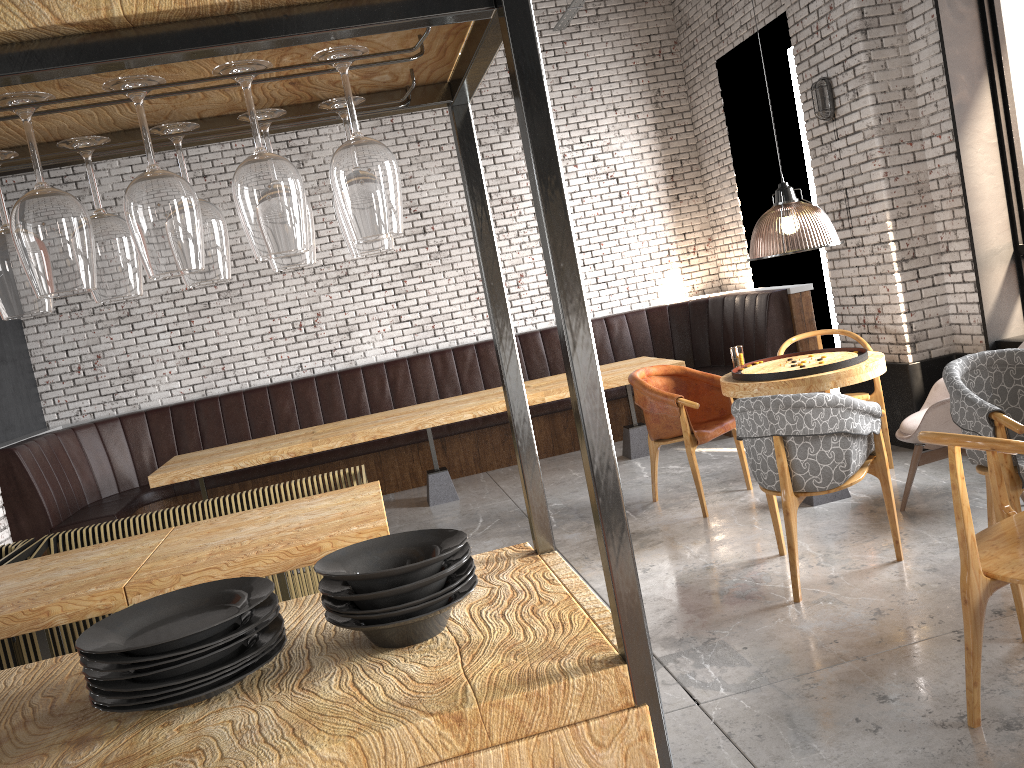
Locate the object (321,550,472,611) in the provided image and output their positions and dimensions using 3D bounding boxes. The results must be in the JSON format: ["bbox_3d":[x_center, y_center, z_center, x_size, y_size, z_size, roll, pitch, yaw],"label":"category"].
[{"bbox_3d":[-0.187,0.336,1.476,0.257,0.072,0.257,-15,7,-37],"label":"object"}]

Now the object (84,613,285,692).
[{"bbox_3d":[-0.522,0.436,1.438,0.305,0.046,0.307,-6,7,38],"label":"object"}]

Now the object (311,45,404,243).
[{"bbox_3d":[-0.222,-0.344,1.287,0.101,0.267,0.101,-6,7,44],"label":"object"}]

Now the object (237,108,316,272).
[{"bbox_3d":[-0.407,-0.335,1.545,0.101,0.267,0.101,-6,7,44],"label":"object"}]

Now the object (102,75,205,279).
[{"bbox_3d":[-0.497,-0.285,1.239,0.101,0.267,0.101,-6,7,44],"label":"object"}]

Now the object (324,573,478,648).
[{"bbox_3d":[-0.177,0.383,1.480,0.257,0.067,0.257,-13,6,-17],"label":"object"}]

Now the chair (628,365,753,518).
[{"bbox_3d":[1.114,0.330,5.723,0.643,0.927,0.683,-6,7,43],"label":"chair"}]

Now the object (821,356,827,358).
[{"bbox_3d":[1.841,-0.159,5.233,0.032,0.010,0.032,-6,8,41],"label":"object"}]

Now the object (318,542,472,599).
[{"bbox_3d":[-0.188,0.331,1.475,0.257,0.072,0.257,-12,6,-10],"label":"object"}]

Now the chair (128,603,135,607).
[{"bbox_3d":[-1.565,1.237,2.872,0.657,0.729,0.639,-12,5,-7],"label":"chair"}]

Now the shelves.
[{"bbox_3d":[-1.912,-0.704,1.115,3.662,5.010,0.690,-12,5,-10],"label":"shelves"}]

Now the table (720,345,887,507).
[{"bbox_3d":[1.762,0.213,5.269,0.931,0.971,0.935,-8,6,33],"label":"table"}]

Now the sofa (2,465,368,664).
[{"bbox_3d":[-1.620,1.041,4.837,1.807,0.729,0.641,-12,5,-10],"label":"sofa"}]

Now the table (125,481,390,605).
[{"bbox_3d":[-0.989,0.996,3.930,0.997,0.762,1.001,-12,6,-10],"label":"table"}]

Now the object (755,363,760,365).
[{"bbox_3d":[1.539,-0.122,5.557,0.032,0.010,0.032,-6,8,41],"label":"object"}]

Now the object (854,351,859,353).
[{"bbox_3d":[2.035,-0.186,5.250,0.032,0.010,0.032,-6,8,41],"label":"object"}]

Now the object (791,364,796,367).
[{"bbox_3d":[1.626,-0.105,5.122,0.032,0.010,0.032,-6,8,41],"label":"object"}]

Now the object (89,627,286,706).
[{"bbox_3d":[-0.519,0.459,1.441,0.305,0.041,0.306,-10,6,8],"label":"object"}]

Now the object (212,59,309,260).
[{"bbox_3d":[-0.355,-0.315,1.263,0.101,0.267,0.101,-6,7,44],"label":"object"}]

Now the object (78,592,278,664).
[{"bbox_3d":[-0.531,0.396,1.433,0.305,0.048,0.306,-9,6,15],"label":"object"}]

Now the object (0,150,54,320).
[{"bbox_3d":[-0.834,-0.244,1.471,0.101,0.267,0.101,-6,7,44],"label":"object"}]

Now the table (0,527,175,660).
[{"bbox_3d":[-1.957,1.202,3.762,0.997,0.762,1.001,-12,6,-10],"label":"table"}]

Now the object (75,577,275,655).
[{"bbox_3d":[-0.535,0.382,1.432,0.306,0.039,0.306,-14,7,-27],"label":"object"}]

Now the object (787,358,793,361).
[{"bbox_3d":[1.696,-0.149,5.408,0.032,0.010,0.032,-6,8,41],"label":"object"}]

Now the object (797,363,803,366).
[{"bbox_3d":[1.662,-0.112,5.115,0.032,0.010,0.032,-6,8,41],"label":"object"}]

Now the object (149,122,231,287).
[{"bbox_3d":[-0.549,-0.305,1.520,0.101,0.267,0.101,-6,7,44],"label":"object"}]

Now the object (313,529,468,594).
[{"bbox_3d":[-0.193,0.307,1.473,0.257,0.076,0.257,-8,7,28],"label":"object"}]

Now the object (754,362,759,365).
[{"bbox_3d":[1.530,-0.130,5.554,0.032,0.010,0.032,-6,8,41],"label":"object"}]

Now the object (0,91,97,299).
[{"bbox_3d":[-0.640,-0.255,1.214,0.101,0.267,0.101,-6,7,44],"label":"object"}]

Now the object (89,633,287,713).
[{"bbox_3d":[-0.517,0.470,1.441,0.305,0.034,0.307,-8,7,28],"label":"object"}]

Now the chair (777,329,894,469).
[{"bbox_3d":[2.133,0.114,5.930,0.612,0.919,0.645,-9,5,17],"label":"chair"}]

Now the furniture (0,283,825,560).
[{"bbox_3d":[-0.789,0.340,7.914,6.768,1.149,1.919,-12,6,-10],"label":"furniture"}]

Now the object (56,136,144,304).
[{"bbox_3d":[-0.691,-0.274,1.495,0.101,0.267,0.101,-6,7,44],"label":"object"}]

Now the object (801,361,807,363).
[{"bbox_3d":[1.710,-0.130,5.197,0.032,0.010,0.032,-6,8,41],"label":"object"}]

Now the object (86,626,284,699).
[{"bbox_3d":[-0.522,0.444,1.439,0.306,0.044,0.306,-12,6,-9],"label":"object"}]

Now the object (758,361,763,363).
[{"bbox_3d":[1.561,-0.137,5.568,0.032,0.010,0.032,-6,8,41],"label":"object"}]

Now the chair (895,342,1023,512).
[{"bbox_3d":[2.497,0.191,4.806,0.801,0.849,0.773,-8,6,30],"label":"chair"}]

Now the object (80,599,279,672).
[{"bbox_3d":[-0.530,0.407,1.435,0.306,0.037,0.306,-12,6,-8],"label":"object"}]

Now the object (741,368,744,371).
[{"bbox_3d":[1.419,-0.089,5.466,0.032,0.010,0.032,-6,8,41],"label":"object"}]

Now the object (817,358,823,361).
[{"bbox_3d":[1.793,-0.142,5.162,0.032,0.010,0.032,-6,8,41],"label":"object"}]

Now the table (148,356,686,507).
[{"bbox_3d":[-0.639,0.581,7.236,4.138,0.762,1.001,-12,6,-10],"label":"table"}]

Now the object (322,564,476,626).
[{"bbox_3d":[-0.181,0.360,1.478,0.257,0.075,0.257,-12,6,-10],"label":"object"}]

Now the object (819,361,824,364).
[{"bbox_3d":[1.757,-0.122,5.034,0.032,0.010,0.032,-6,8,41],"label":"object"}]

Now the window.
[{"bbox_3d":[3.084,-1.510,4.705,0.365,2.692,1.536,-12,5,-9],"label":"window"}]

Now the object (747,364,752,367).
[{"bbox_3d":[1.475,-0.110,5.515,0.032,0.020,0.031,-5,8,45],"label":"object"}]

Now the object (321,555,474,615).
[{"bbox_3d":[-0.183,0.353,1.477,0.257,0.075,0.257,-9,6,16],"label":"object"}]

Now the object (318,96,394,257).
[{"bbox_3d":[-0.273,-0.363,1.568,0.101,0.267,0.101,-6,7,44],"label":"object"}]

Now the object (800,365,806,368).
[{"bbox_3d":[1.648,-0.099,5.025,0.032,0.010,0.032,-6,8,41],"label":"object"}]

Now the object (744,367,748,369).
[{"bbox_3d":[1.451,-0.098,5.498,0.032,0.010,0.032,-6,8,41],"label":"object"}]

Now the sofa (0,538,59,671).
[{"bbox_3d":[-3.411,1.422,4.526,1.807,0.729,0.641,-12,5,-10],"label":"sofa"}]

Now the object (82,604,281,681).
[{"bbox_3d":[-0.527,0.421,1.437,0.305,0.042,0.307,-6,7,37],"label":"object"}]

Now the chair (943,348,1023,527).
[{"bbox_3d":[2.201,0.328,3.736,0.681,0.927,0.644,-12,5,-10],"label":"chair"}]

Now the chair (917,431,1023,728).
[{"bbox_3d":[1.611,0.548,2.766,0.644,0.919,0.613,-13,5,-18],"label":"chair"}]

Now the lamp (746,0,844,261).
[{"bbox_3d":[1.387,-1.927,4.969,0.536,2.402,0.538,-8,6,32],"label":"lamp"}]

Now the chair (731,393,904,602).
[{"bbox_3d":[1.341,0.458,4.086,0.680,0.927,0.645,-7,7,40],"label":"chair"}]

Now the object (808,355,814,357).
[{"bbox_3d":[1.816,-0.170,5.385,0.032,0.010,0.032,-6,8,41],"label":"object"}]
